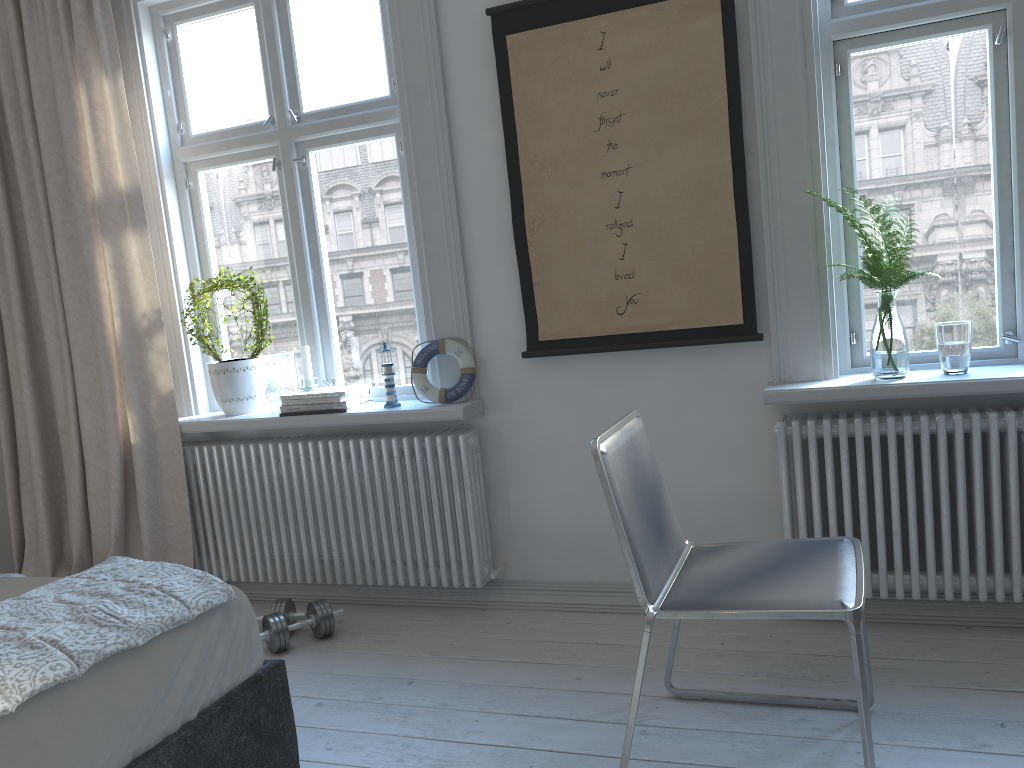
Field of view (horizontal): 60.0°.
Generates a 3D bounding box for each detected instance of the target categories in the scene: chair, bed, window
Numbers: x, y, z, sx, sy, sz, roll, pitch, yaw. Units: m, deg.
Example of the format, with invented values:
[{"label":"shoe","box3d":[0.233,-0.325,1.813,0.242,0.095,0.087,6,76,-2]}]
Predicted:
[{"label":"chair","box3d":[0.516,0.468,1.985,0.525,0.799,0.560,-3,7,21]},{"label":"bed","box3d":[-1.823,0.619,1.698,2.177,1.049,1.883,-4,7,21]},{"label":"window","box3d":[-3.305,-0.937,6.047,7.982,7.025,11.936,-3,7,21]},{"label":"window","box3d":[-3.823,-3.842,18.000,25.652,15.054,26.477,-4,7,21]}]

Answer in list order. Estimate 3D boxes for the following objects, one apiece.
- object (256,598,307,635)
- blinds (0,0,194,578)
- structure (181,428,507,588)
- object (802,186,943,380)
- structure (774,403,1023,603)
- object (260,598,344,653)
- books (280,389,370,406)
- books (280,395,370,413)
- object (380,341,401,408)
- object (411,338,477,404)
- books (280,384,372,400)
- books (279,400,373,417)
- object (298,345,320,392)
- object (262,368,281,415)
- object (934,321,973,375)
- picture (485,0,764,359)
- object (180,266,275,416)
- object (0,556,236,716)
[{"label":"object","box3d":[-0.888,0.831,3.141,0.328,0.129,0.129,-5,7,6]},{"label":"blinds","box3d":[-1.732,-0.384,3.355,0.831,2.653,0.224,-3,8,21]},{"label":"structure","box3d":[-0.757,0.469,3.385,1.506,0.548,0.195,-4,8,21]},{"label":"object","box3d":[1.065,-0.297,2.560,0.413,0.566,0.304,-11,8,-34]},{"label":"structure","box3d":[1.504,0.326,2.505,1.506,0.548,0.195,-4,8,21]},{"label":"object","box3d":[-0.730,0.826,3.036,0.328,0.129,0.129,-10,8,-34]},{"label":"books","box3d":[-0.688,0.048,3.278,0.253,0.022,0.207,-4,7,22]},{"label":"books","box3d":[-0.692,0.071,3.290,0.262,0.025,0.207,-4,6,14]},{"label":"object","box3d":[-0.438,-0.034,3.143,0.060,0.235,0.059,-10,8,-26]},{"label":"object","box3d":[-0.238,-0.044,3.082,0.236,0.228,0.079,-5,7,7]},{"label":"books","box3d":[-0.686,0.029,3.274,0.269,0.015,0.202,-4,7,18]},{"label":"books","box3d":[-0.682,0.090,3.276,0.272,0.013,0.219,-4,7,18]},{"label":"object","box3d":[-0.761,-0.060,3.293,0.074,0.174,0.074,-9,8,-23]},{"label":"object","box3d":[-0.913,0.027,3.372,0.059,0.165,0.196,-8,7,-19]},{"label":"object","box3d":[1.260,-0.102,2.525,0.097,0.146,0.097,-3,8,27]},{"label":"picture","box3d":[0.338,-0.759,2.786,0.793,1.316,0.057,-3,8,21]},{"label":"object","box3d":[-1.087,-0.170,3.445,0.385,0.575,0.216,-6,7,2]},{"label":"object","box3d":[-1.045,0.534,1.380,0.405,0.104,1.456,-4,7,21]}]
